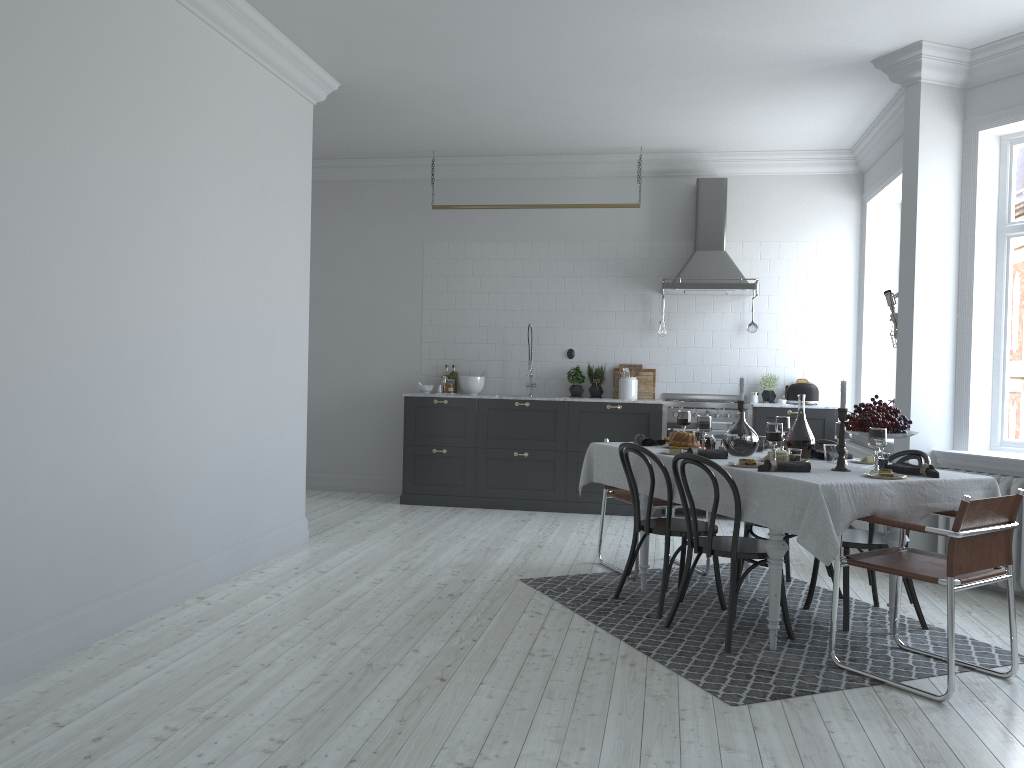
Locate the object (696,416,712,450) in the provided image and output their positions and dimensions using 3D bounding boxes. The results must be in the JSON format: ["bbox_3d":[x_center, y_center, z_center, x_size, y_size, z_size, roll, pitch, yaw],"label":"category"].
[{"bbox_3d":[1.066,0.286,4.926,0.083,0.215,0.083,2,1,15],"label":"object"}]

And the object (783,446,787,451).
[{"bbox_3d":[1.616,0.380,5.206,0.057,0.041,0.038,1,1,-38],"label":"object"}]

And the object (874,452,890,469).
[{"bbox_3d":[1.755,0.373,4.209,0.066,0.094,0.066,1,1,-1],"label":"object"}]

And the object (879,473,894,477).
[{"bbox_3d":[1.685,0.412,3.994,0.057,0.021,0.037,2,1,10],"label":"object"}]

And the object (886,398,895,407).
[{"bbox_3d":[3.086,0.191,7.164,0.147,0.148,0.147,1,1,1],"label":"object"}]

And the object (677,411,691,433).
[{"bbox_3d":[1.064,0.276,5.498,0.083,0.215,0.083,2,1,15],"label":"object"}]

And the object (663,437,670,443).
[{"bbox_3d":[0.989,0.357,5.634,0.038,0.041,0.057,2,1,43],"label":"object"}]

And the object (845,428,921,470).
[{"bbox_3d":[1.814,0.325,4.379,0.367,0.188,0.367,1,1,-39],"label":"object"}]

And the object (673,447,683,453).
[{"bbox_3d":[0.921,0.369,4.934,0.057,0.037,0.021,2,1,28],"label":"object"}]

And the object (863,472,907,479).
[{"bbox_3d":[1.685,0.416,4.005,0.182,0.013,0.182,2,1,20],"label":"object"}]

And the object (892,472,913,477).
[{"bbox_3d":[1.803,0.418,4.104,0.031,0.012,0.131,1,1,-28],"label":"object"}]

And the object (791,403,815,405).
[{"bbox_3d":[2.586,0.181,7.866,0.209,0.011,0.209,0,1,-42],"label":"object"}]

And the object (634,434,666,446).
[{"bbox_3d":[0.802,0.347,5.477,0.165,0.061,0.247,1,1,-41],"label":"object"}]

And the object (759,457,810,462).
[{"bbox_3d":[1.417,0.398,4.612,0.251,0.018,0.251,2,1,10],"label":"object"}]

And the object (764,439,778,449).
[{"bbox_3d":[1.488,0.365,5.417,0.247,0.061,0.165,1,1,-41],"label":"object"}]

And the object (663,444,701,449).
[{"bbox_3d":[1.029,0.377,5.304,0.251,0.018,0.251,2,1,10],"label":"object"}]

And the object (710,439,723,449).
[{"bbox_3d":[1.115,0.347,4.844,0.066,0.094,0.066,1,1,-1],"label":"object"}]

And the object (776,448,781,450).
[{"bbox_3d":[1.639,0.394,5.230,0.182,0.013,0.182,2,1,10],"label":"object"}]

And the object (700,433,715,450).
[{"bbox_3d":[1.136,0.339,5.149,0.091,0.101,0.091,1,1,-35],"label":"object"}]

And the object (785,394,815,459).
[{"bbox_3d":[1.553,0.232,4.770,0.152,0.352,0.152,1,1,-29],"label":"object"}]

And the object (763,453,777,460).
[{"bbox_3d":[1.333,0.373,4.584,0.039,0.040,0.078,1,1,-15],"label":"object"}]

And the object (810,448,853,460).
[{"bbox_3d":[1.734,0.380,4.855,0.247,0.061,0.165,1,1,-41],"label":"object"}]

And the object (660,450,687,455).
[{"bbox_3d":[0.911,0.382,4.916,0.182,0.013,0.182,2,1,25],"label":"object"}]

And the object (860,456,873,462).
[{"bbox_3d":[1.859,0.396,4.656,0.039,0.040,0.078,1,1,-15],"label":"object"}]

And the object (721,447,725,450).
[{"bbox_3d":[1.165,0.374,5.035,0.167,0.031,0.031,0,1,-45],"label":"object"}]

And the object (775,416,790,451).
[{"bbox_3d":[1.555,0.295,5.102,0.083,0.215,0.083,2,1,15],"label":"object"}]

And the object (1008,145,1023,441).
[{"bbox_3d":[-8.750,-1.257,5.442,72.085,19.432,33.873,1,1,-25],"label":"object"}]

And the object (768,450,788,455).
[{"bbox_3d":[1.393,0.378,4.641,0.100,0.056,0.056,2,1,27],"label":"object"}]

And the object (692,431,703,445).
[{"bbox_3d":[1.139,0.338,5.438,0.066,0.094,0.066,1,1,-1],"label":"object"}]

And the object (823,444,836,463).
[{"bbox_3d":[1.663,0.364,4.643,0.066,0.094,0.066,2,1,21],"label":"object"}]

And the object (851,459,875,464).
[{"bbox_3d":[1.880,0.410,4.658,0.182,0.013,0.182,2,1,10],"label":"object"}]

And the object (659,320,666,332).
[{"bbox_3d":[1.425,-0.659,8.380,0.066,0.332,0.024,2,1,15],"label":"object"}]

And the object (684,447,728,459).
[{"bbox_3d":[1.031,0.366,4.691,0.247,0.061,0.165,1,1,-41],"label":"object"}]

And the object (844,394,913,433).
[{"bbox_3d":[1.815,0.160,4.365,0.347,0.215,0.318,1,1,-28],"label":"object"}]

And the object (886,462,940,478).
[{"bbox_3d":[1.908,0.397,4.153,0.165,0.061,0.247,1,1,-41],"label":"object"}]

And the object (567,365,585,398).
[{"bbox_3d":[0.610,-0.027,8.493,0.172,0.311,0.179,2,1,21],"label":"object"}]

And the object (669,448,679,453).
[{"bbox_3d":[0.899,0.369,4.909,0.057,0.037,0.021,1,1,0],"label":"object"}]

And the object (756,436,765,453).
[{"bbox_3d":[1.437,0.350,5.150,0.066,0.094,0.066,1,1,-1],"label":"object"}]

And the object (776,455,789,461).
[{"bbox_3d":[1.389,0.386,4.558,0.077,0.040,0.040,2,1,29],"label":"object"}]

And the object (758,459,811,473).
[{"bbox_3d":[1.284,0.382,4.142,0.247,0.061,0.165,1,1,-41],"label":"object"}]

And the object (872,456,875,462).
[{"bbox_3d":[1.899,0.398,4.671,0.040,0.039,0.077,1,1,-20],"label":"object"}]

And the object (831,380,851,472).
[{"bbox_3d":[1.580,0.199,4.243,0.089,0.432,0.089,2,1,32],"label":"object"}]

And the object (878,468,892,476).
[{"bbox_3d":[1.699,0.403,4.034,0.057,0.037,0.021,2,1,31],"label":"object"}]

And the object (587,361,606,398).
[{"bbox_3d":[0.800,-0.050,8.445,0.196,0.367,0.186,1,1,-35],"label":"object"}]

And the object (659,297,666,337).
[{"bbox_3d":[1.420,-0.635,8.348,0.074,0.381,0.076,1,1,-10],"label":"object"}]

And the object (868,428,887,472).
[{"bbox_3d":[1.707,0.315,4.145,0.083,0.215,0.083,2,1,15],"label":"object"}]

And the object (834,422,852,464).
[{"bbox_3d":[1.710,0.307,4.585,0.083,0.215,0.083,1,1,5],"label":"object"}]

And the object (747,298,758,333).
[{"bbox_3d":[2.234,-0.637,8.229,0.101,0.331,0.030,2,1,20],"label":"object"}]

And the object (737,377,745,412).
[{"bbox_3d":[1.317,0.178,5.100,0.089,0.432,0.089,2,1,32],"label":"object"}]

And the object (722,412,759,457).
[{"bbox_3d":[1.255,0.276,4.862,0.194,0.245,0.194,1,1,-7],"label":"object"}]

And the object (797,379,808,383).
[{"bbox_3d":[2.648,0.010,8.084,0.107,0.110,0.010,2,1,14],"label":"object"}]

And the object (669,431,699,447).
[{"bbox_3d":[1.020,0.335,5.299,0.191,0.105,0.164,2,1,29],"label":"object"}]
